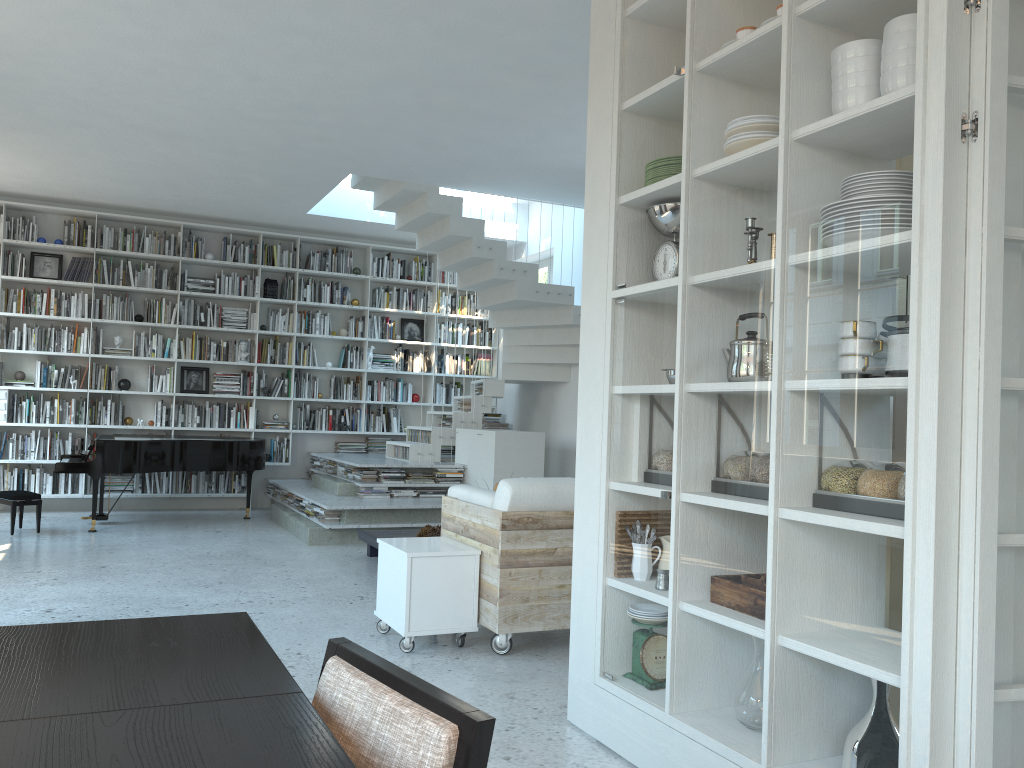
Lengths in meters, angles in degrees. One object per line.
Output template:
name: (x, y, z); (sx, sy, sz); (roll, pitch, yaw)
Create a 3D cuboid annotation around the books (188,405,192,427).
books: (-3.558, 0.352, 9.776); (0.027, 0.245, 0.179); (3, -2, -25)

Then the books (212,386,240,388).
books: (-3.211, 0.037, 9.954); (0.285, 0.012, 0.159); (3, -2, -24)

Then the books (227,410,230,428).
books: (-3.191, 0.391, 9.945); (0.024, 0.207, 0.183); (3, -2, -25)

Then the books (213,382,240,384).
books: (-3.205, -0.011, 9.947); (0.285, 0.012, 0.159); (3, -2, -20)

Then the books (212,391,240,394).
books: (-3.209, 0.096, 9.944); (0.285, 0.012, 0.159); (3, -2, -30)

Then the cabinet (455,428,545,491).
cabinet: (-0.154, 0.792, 8.773); (0.551, 0.667, 0.993); (3, -2, -25)

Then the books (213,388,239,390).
books: (-3.208, 0.060, 9.945); (0.254, 0.012, 0.161); (3, -2, -30)

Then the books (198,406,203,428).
books: (-3.453, 0.361, 9.820); (0.029, 0.238, 0.166); (3, -2, -25)

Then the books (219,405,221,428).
books: (-3.277, 0.364, 9.922); (0.011, 0.251, 0.158); (3, -2, -25)

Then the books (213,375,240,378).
books: (-3.205, -0.084, 9.955); (0.285, 0.012, 0.159); (3, -2, -23)

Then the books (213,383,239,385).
books: (-3.205, 0.001, 9.947); (0.254, 0.012, 0.161); (3, -2, -30)

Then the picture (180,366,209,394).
picture: (-3.527, -0.041, 9.860); (0.300, 0.299, 0.077); (3, -2, -25)

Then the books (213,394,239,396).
books: (-3.211, 0.121, 9.946); (0.254, 0.012, 0.161); (3, -2, -29)

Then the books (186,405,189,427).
books: (-3.588, 0.350, 9.781); (0.024, 0.247, 0.132); (3, -2, -25)

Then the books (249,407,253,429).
books: (-2.968, 0.382, 10.038); (0.033, 0.246, 0.176); (3, -2, -25)

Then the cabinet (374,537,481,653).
cabinet: (-0.438, 1.054, 4.483); (0.380, 0.487, 0.502); (3, -2, -25)

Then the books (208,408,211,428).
books: (-3.381, 0.375, 9.875); (0.025, 0.220, 0.140); (3, -2, -25)

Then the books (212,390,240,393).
books: (-3.213, 0.085, 9.953); (0.285, 0.012, 0.159); (3, -2, -26)

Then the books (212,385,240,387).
books: (-3.209, 0.025, 9.952); (0.285, 0.012, 0.159); (3, -2, -23)

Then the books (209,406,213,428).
books: (-3.353, 0.368, 9.880); (0.031, 0.237, 0.159); (3, -2, -25)

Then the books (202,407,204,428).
books: (-3.438, 0.366, 9.838); (0.013, 0.230, 0.139); (3, -2, -25)

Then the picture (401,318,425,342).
picture: (-1.223, -0.654, 10.940); (0.300, 0.299, 0.077); (3, -2, -25)

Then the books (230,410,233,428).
books: (-3.156, 0.394, 9.960); (0.023, 0.204, 0.167); (3, -2, -25)

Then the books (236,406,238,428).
books: (-3.113, 0.371, 10.001); (0.014, 0.256, 0.145); (3, -2, -25)

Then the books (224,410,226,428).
books: (-3.228, 0.391, 9.941); (0.021, 0.202, 0.128); (3, -2, -25)

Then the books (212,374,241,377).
books: (-3.202, -0.096, 9.948); (0.285, 0.012, 0.159); (3, -2, -30)

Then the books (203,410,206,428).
books: (-3.417, 0.384, 9.834); (0.023, 0.196, 0.165); (3, -2, -25)

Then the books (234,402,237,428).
books: (-3.122, 0.351, 9.989); (0.014, 0.293, 0.137); (3, -2, -25)

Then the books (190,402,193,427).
books: (-3.538, 0.335, 9.782); (0.013, 0.282, 0.166); (3, -2, -25)

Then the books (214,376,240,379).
books: (-3.204, -0.072, 9.950); (0.254, 0.012, 0.161); (3, -2, -29)

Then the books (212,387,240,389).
books: (-3.212, 0.049, 9.956); (0.285, 0.012, 0.159); (3, -2, -25)

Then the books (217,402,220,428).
books: (-3.291, 0.347, 9.923); (0.014, 0.286, 0.134); (3, -2, -25)

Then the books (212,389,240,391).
books: (-3.208, 0.073, 9.944); (0.285, 0.012, 0.159); (3, -2, -20)

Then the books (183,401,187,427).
books: (-3.613, 0.328, 9.776); (0.027, 0.290, 0.140); (3, -2, -25)

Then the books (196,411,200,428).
books: (-3.477, 0.387, 9.801); (0.029, 0.183, 0.174); (3, -2, -25)

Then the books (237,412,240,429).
books: (-3.087, 0.408, 9.986); (0.023, 0.183, 0.169); (3, -2, -25)

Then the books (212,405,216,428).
books: (-3.334, 0.360, 9.906); (0.025, 0.254, 0.136); (3, -2, -25)

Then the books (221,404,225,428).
books: (-3.243, 0.359, 9.919); (0.028, 0.264, 0.161); (3, -2, -25)

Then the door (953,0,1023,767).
door: (1.419, 0.156, 2.071); (0.839, 2.227, 0.067); (2, -1, -15)

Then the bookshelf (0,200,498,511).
bookshelf: (-3.106, -0.147, 9.932); (6.298, 3.141, 0.330); (3, -2, -25)

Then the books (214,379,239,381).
books: (-3.205, -0.047, 9.950); (0.254, 0.012, 0.161); (3, -2, -29)

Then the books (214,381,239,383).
books: (-3.206, -0.023, 9.951); (0.254, 0.012, 0.161); (3, -2, -22)

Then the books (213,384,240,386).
books: (-3.206, 0.013, 9.946); (0.285, 0.012, 0.159); (3, -2, -20)

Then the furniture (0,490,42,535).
furniture: (-4.270, 1.099, 7.653); (0.467, 0.353, 0.240); (0, -2, 40)

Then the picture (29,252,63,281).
picture: (-4.857, -1.217, 9.247); (0.300, 0.299, 0.077); (3, -2, -25)

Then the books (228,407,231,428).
books: (-3.178, 0.378, 9.963); (0.014, 0.235, 0.154); (3, -2, -25)

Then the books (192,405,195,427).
books: (-3.531, 0.355, 9.805); (0.021, 0.244, 0.141); (3, -2, -25)

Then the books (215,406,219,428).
books: (-3.299, 0.366, 9.892); (0.026, 0.245, 0.191); (3, -2, -25)

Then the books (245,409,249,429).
books: (-3.001, 0.396, 10.029); (0.011, 0.216, 0.166); (3, -2, -25)

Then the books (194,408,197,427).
books: (-3.502, 0.369, 9.794); (0.023, 0.217, 0.174); (3, -2, -25)

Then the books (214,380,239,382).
books: (-3.206, -0.035, 9.951); (0.254, 0.012, 0.161); (3, -2, -28)

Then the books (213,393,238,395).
books: (-3.212, 0.109, 9.950); (0.254, 0.012, 0.161); (3, -2, -23)

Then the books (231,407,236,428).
books: (-3.135, 0.380, 9.970); (0.023, 0.234, 0.174); (3, -2, -25)

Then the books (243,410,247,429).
books: (-3.024, 0.396, 10.017); (0.042, 0.212, 0.169); (3, -2, -25)

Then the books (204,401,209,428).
books: (-3.399, 0.338, 9.857); (0.026, 0.291, 0.152); (3, -2, -25)

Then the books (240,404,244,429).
books: (-3.059, 0.365, 10.013); (0.026, 0.272, 0.175); (3, -2, -25)

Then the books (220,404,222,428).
books: (-3.263, 0.360, 9.917); (0.010, 0.261, 0.181); (3, -2, -25)

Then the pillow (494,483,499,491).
pillow: (0.007, 0.697, 4.681); (0.200, 0.339, 0.462); (3, -2, -31)

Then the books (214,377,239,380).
books: (-3.205, -0.059, 9.952); (0.254, 0.012, 0.161); (3, -2, -28)

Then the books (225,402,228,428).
books: (-3.207, 0.345, 9.940); (0.012, 0.296, 0.177); (3, -2, -25)
